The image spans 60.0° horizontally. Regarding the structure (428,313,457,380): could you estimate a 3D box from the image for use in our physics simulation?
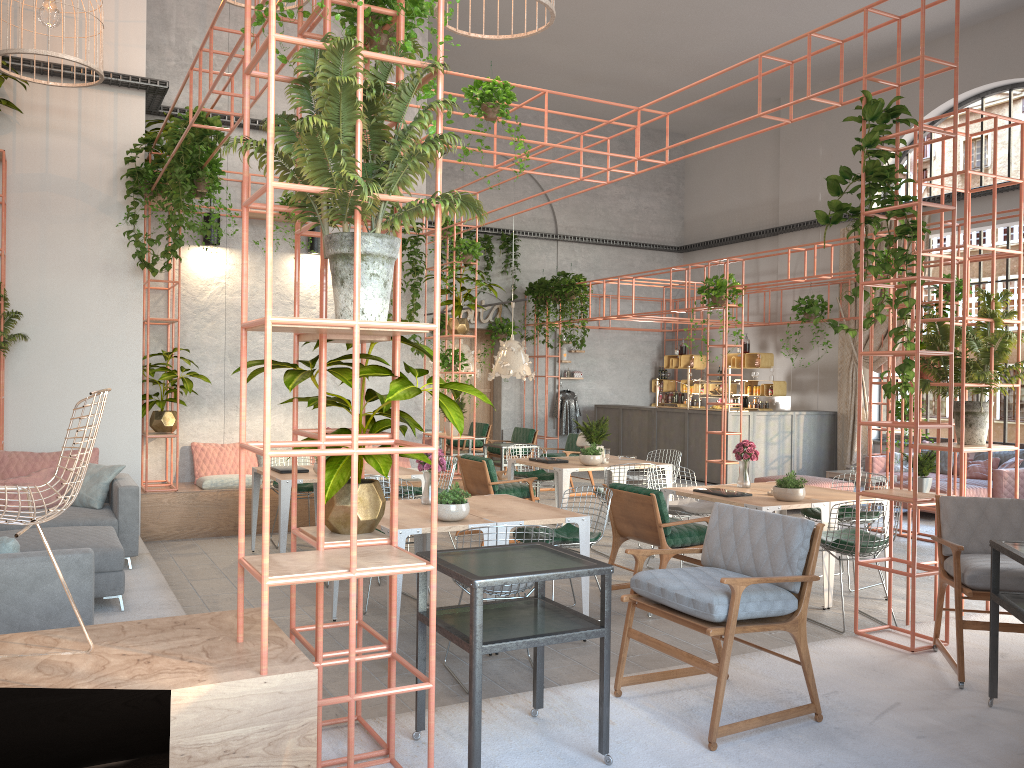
[{"bbox_3d":[-1.443,-0.839,17.275,0.921,1.527,0.950,1,0,6],"label":"structure"}]

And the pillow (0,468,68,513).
[{"bbox_3d":[-3.930,0.857,7.208,0.441,0.317,0.479,1,0,44],"label":"pillow"}]

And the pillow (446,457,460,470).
[{"bbox_3d":[-0.897,1.113,12.363,0.491,0.149,0.637,1,0,-27],"label":"pillow"}]

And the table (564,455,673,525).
[{"bbox_3d":[1.145,1.272,9.956,0.694,0.830,1.214,1,0,-28],"label":"table"}]

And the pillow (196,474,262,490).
[{"bbox_3d":[-3.159,1.094,9.900,0.637,0.149,0.491,1,0,-27],"label":"pillow"}]

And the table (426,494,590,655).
[{"bbox_3d":[-0.075,1.275,6.218,0.694,0.830,1.214,1,0,-28],"label":"table"}]

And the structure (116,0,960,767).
[{"bbox_3d":[-2.281,-0.729,10.409,4.501,4.345,14.096,1,0,-29],"label":"structure"}]

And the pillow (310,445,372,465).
[{"bbox_3d":[-2.136,0.917,10.868,0.839,0.474,0.276,1,0,-7],"label":"pillow"}]

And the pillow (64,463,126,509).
[{"bbox_3d":[-3.505,0.843,7.371,0.495,0.349,0.308,1,0,22],"label":"pillow"}]

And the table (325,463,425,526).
[{"bbox_3d":[-1.351,1.244,8.637,0.694,0.830,1.214,1,0,-28],"label":"table"}]

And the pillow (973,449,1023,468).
[{"bbox_3d":[6.863,1.122,12.484,0.273,0.476,0.836,1,0,-27],"label":"pillow"}]

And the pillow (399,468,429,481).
[{"bbox_3d":[-1.333,1.115,10.866,0.637,0.149,0.491,1,0,-27],"label":"pillow"}]

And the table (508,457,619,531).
[{"bbox_3d":[0.531,1.265,9.627,0.694,0.830,1.205,1,0,-28],"label":"table"}]

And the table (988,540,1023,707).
[{"bbox_3d":[2.522,1.154,3.917,0.602,0.798,0.635,1,0,12],"label":"table"}]

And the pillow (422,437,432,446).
[{"bbox_3d":[-1.218,0.925,12.070,0.276,0.474,0.839,1,0,-37],"label":"pillow"}]

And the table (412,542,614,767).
[{"bbox_3d":[-0.006,1.120,3.659,0.635,0.798,0.602,1,0,-28],"label":"table"}]

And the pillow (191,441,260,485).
[{"bbox_3d":[-3.289,0.904,10.308,0.839,0.474,0.276,1,0,-37],"label":"pillow"}]

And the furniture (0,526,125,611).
[{"bbox_3d":[-3.144,1.236,5.961,0.941,0.446,0.975,1,0,-28],"label":"furniture"}]

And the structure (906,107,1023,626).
[{"bbox_3d":[3.200,-0.052,6.268,0.624,3.602,0.424,1,0,-28],"label":"structure"}]

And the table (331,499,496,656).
[{"bbox_3d":[-0.687,1.268,5.890,0.694,0.830,1.205,1,0,-28],"label":"table"}]

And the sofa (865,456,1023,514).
[{"bbox_3d":[5.895,1.421,12.476,1.960,0.672,2.219,1,0,-28],"label":"sofa"}]

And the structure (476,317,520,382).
[{"bbox_3d":[-0.296,-0.806,17.930,0.950,1.527,0.921,1,0,-29],"label":"structure"}]

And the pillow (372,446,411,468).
[{"bbox_3d":[-1.578,0.971,11.188,0.666,0.385,0.289,1,0,-32],"label":"pillow"}]

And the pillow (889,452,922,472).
[{"bbox_3d":[5.933,1.184,13.302,0.500,0.324,0.307,1,0,7],"label":"pillow"}]

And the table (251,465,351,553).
[{"bbox_3d":[-1.965,1.237,8.308,0.694,0.830,1.205,1,0,-28],"label":"table"}]

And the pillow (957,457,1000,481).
[{"bbox_3d":[6.570,1.183,12.465,0.479,0.317,0.441,1,0,44],"label":"pillow"}]

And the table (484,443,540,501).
[{"bbox_3d":[-0.009,1.274,12.811,0.635,0.798,0.602,1,0,-28],"label":"table"}]

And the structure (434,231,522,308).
[{"bbox_3d":[-0.714,-2.279,17.460,1.939,1.514,0.856,1,0,-34],"label":"structure"}]

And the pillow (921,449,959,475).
[{"bbox_3d":[6.310,1.140,13.233,0.289,0.385,0.666,1,0,-27],"label":"pillow"}]

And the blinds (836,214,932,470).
[{"bbox_3d":[6.912,-0.562,13.568,0.414,4.389,4.957,1,0,-27],"label":"blinds"}]

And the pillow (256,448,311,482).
[{"bbox_3d":[-2.712,0.958,10.589,0.666,0.385,0.289,1,0,-32],"label":"pillow"}]

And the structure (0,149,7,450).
[{"bbox_3d":[-5.088,-0.381,8.254,0.624,3.596,0.424,1,0,-28],"label":"structure"}]

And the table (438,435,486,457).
[{"bbox_3d":[-0.829,1.255,14.362,0.635,0.798,0.602,1,0,-28],"label":"table"}]

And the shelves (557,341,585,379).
[{"bbox_3d":[1.238,-0.491,18.513,0.560,0.790,0.186,1,0,-28],"label":"shelves"}]

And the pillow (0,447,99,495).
[{"bbox_3d":[-3.949,0.791,7.500,0.836,0.476,0.273,1,0,-27],"label":"pillow"}]

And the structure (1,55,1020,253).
[{"bbox_3d":[0.651,-2.991,9.809,15.603,0.110,15.203,1,0,-28],"label":"structure"}]

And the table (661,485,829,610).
[{"bbox_3d":[1.847,1.309,7.174,0.694,0.830,1.205,1,0,-28],"label":"table"}]

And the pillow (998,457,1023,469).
[{"bbox_3d":[6.732,1.168,12.040,0.308,0.349,0.495,1,0,22],"label":"pillow"}]

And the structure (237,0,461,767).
[{"bbox_3d":[-0.505,-0.287,3.135,0.748,3.623,0.722,1,0,-28],"label":"structure"}]

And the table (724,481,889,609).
[{"bbox_3d":[2.461,1.316,7.503,0.694,0.830,1.214,1,0,-28],"label":"table"}]

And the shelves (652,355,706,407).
[{"bbox_3d":[3.623,0.308,18.787,0.328,1.838,1.750,1,0,-28],"label":"shelves"}]

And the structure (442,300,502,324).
[{"bbox_3d":[-0.780,-1.442,17.557,1.312,0.505,0.063,1,0,-28],"label":"structure"}]

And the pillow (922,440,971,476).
[{"bbox_3d":[6.450,1.110,13.291,0.276,0.474,0.839,1,0,-27],"label":"pillow"}]

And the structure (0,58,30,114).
[{"bbox_3d":[-4.927,-2.724,8.149,0.934,0.803,0.903,1,0,34],"label":"structure"}]

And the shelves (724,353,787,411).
[{"bbox_3d":[4.520,0.329,17.090,0.328,1.838,1.750,1,0,-28],"label":"shelves"}]

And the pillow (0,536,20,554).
[{"bbox_3d":[-2.665,0.904,4.499,0.499,0.324,0.307,1,0,7],"label":"pillow"}]

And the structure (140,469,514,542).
[{"bbox_3d":[-3.267,1.375,12.777,4.386,0.500,5.831,1,0,-28],"label":"structure"}]

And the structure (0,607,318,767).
[{"bbox_3d":[-3.321,0.915,4.400,3.396,1.111,9.152,1,0,-28],"label":"structure"}]

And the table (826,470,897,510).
[{"bbox_3d":[5.036,1.515,12.805,0.520,0.455,0.916,1,0,-28],"label":"table"}]

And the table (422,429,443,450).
[{"bbox_3d":[-1.649,1.235,15.913,0.635,0.798,0.602,1,0,-28],"label":"table"}]

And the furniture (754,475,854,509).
[{"bbox_3d":[4.009,1.505,12.218,0.941,0.446,0.976,1,0,-28],"label":"furniture"}]

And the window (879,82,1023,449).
[{"bbox_3d":[7.449,-1.793,13.705,0.089,5.538,4.127,1,0,-28],"label":"window"}]
